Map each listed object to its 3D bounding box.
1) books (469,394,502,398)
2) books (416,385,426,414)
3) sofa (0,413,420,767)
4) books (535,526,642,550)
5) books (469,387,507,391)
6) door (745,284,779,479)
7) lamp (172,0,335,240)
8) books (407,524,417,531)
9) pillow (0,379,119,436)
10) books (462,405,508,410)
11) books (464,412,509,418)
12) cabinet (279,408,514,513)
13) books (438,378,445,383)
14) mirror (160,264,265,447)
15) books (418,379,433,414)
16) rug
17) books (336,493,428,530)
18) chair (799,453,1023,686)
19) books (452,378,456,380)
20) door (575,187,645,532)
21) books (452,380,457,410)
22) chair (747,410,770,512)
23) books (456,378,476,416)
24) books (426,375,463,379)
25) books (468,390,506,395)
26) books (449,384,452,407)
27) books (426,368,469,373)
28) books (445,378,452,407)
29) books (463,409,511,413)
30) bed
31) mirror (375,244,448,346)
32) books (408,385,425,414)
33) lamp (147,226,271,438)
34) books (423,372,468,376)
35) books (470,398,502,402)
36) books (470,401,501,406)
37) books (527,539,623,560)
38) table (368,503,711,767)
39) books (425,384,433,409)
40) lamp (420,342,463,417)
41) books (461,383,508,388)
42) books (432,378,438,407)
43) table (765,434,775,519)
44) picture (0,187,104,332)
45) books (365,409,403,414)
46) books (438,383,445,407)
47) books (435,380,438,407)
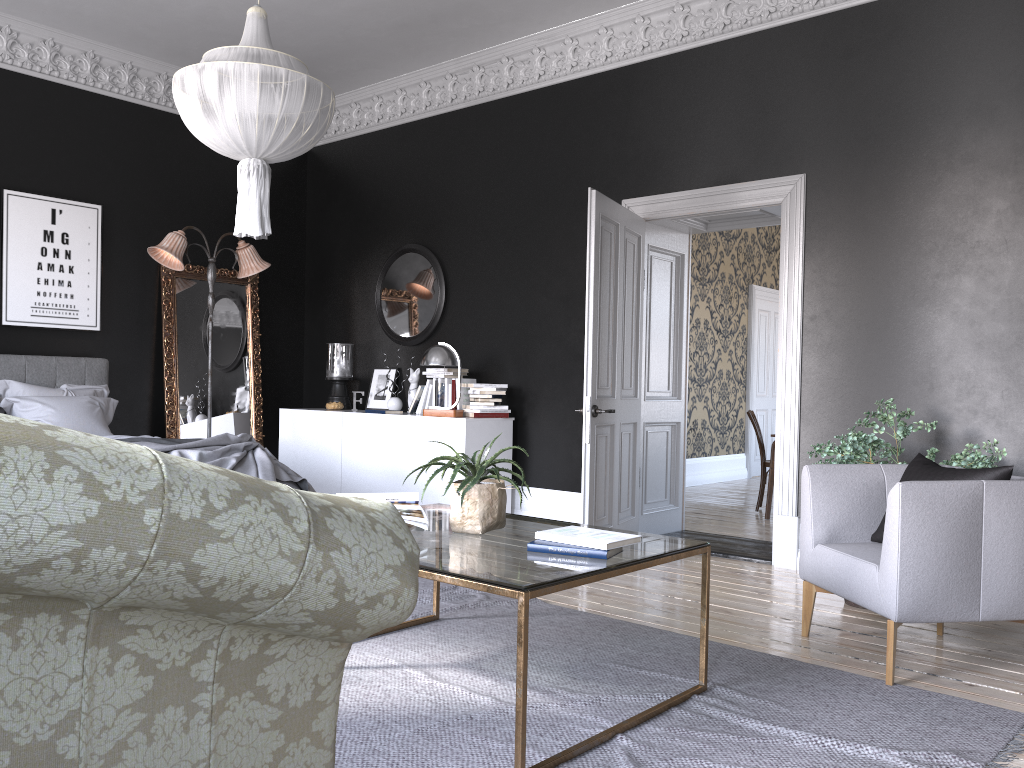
[{"bbox_3d":[-0.210,0.097,7.125,0.193,0.030,0.289,1,0,15],"label":"books"},{"bbox_3d":[-0.707,0.135,7.565,0.132,0.245,0.195,2,1,41],"label":"books"},{"bbox_3d":[-1.675,0.546,1.790,2.812,1.161,1.606,1,0,42],"label":"sofa"},{"bbox_3d":[0.269,0.540,3.123,0.307,0.024,0.220,1,0,41],"label":"books"},{"bbox_3d":[-0.191,0.041,7.143,0.220,0.024,0.307,1,0,16],"label":"books"},{"bbox_3d":[3.551,-0.016,12.100,0.136,2.543,1.395,2,1,41],"label":"door"},{"bbox_3d":[-1.282,-1.755,4.447,0.782,2.049,0.783,1,1,-6],"label":"lamp"},{"bbox_3d":[-0.525,0.535,3.356,0.318,0.011,0.252,1,0,7],"label":"books"},{"bbox_3d":[-3.729,0.237,6.516,0.680,0.760,1.830,2,0,40],"label":"pillow"},{"bbox_3d":[-0.218,0.186,7.123,0.318,0.031,0.229,1,0,-19],"label":"books"},{"bbox_3d":[-0.205,0.247,7.089,0.295,0.038,0.234,1,0,-22],"label":"books"},{"bbox_3d":[-1.084,0.690,7.716,2.395,0.882,0.570,1,0,41],"label":"cabinet"},{"bbox_3d":[-0.533,0.107,7.414,0.024,0.307,0.220,2,1,41],"label":"books"},{"bbox_3d":[-2.743,0.002,8.211,0.254,2.192,0.991,2,1,41],"label":"mirror"},{"bbox_3d":[-0.671,0.110,7.532,0.126,0.296,0.220,2,1,41],"label":"books"},{"bbox_3d":[-0.109,1.120,3.531,3.644,0.050,2.106,1,0,41],"label":"rug"},{"bbox_3d":[-0.497,0.479,3.345,0.322,0.109,0.273,1,0,-14],"label":"books"},{"bbox_3d":[1.780,0.750,3.835,0.770,0.863,0.818,1,0,-9],"label":"chair"},{"bbox_3d":[-0.412,0.110,7.346,0.030,0.307,0.221,2,1,41],"label":"books"},{"bbox_3d":[0.718,-0.027,5.998,0.216,2.375,1.098,2,1,28],"label":"door"},{"bbox_3d":[-0.402,0.116,7.304,0.038,0.295,0.235,2,1,41],"label":"books"},{"bbox_3d":[2.503,0.725,8.393,0.540,0.949,0.420,1,1,20],"label":"chair"},{"bbox_3d":[-0.371,0.110,7.274,0.050,0.308,0.220,2,1,41],"label":"books"},{"bbox_3d":[-0.565,-0.062,7.444,0.195,0.026,0.258,1,0,-39],"label":"books"},{"bbox_3d":[-0.202,0.067,7.126,0.220,0.030,0.306,1,0,-19],"label":"books"},{"bbox_3d":[-0.451,0.133,7.345,0.026,0.259,0.195,2,1,41],"label":"books"},{"bbox_3d":[-0.543,-0.114,7.459,0.220,0.030,0.306,1,0,-39],"label":"books"},{"bbox_3d":[-0.473,0.109,7.362,0.024,0.307,0.220,2,1,41],"label":"books"},{"bbox_3d":[-0.204,0.215,7.099,0.319,0.025,0.228,1,0,-39],"label":"books"},{"bbox_3d":[-2.927,0.437,5.751,3.282,1.298,2.765,1,0,29],"label":"bed"},{"bbox_3d":[-0.935,-0.806,8.036,0.924,0.924,0.061,2,1,41],"label":"mirror"},{"bbox_3d":[-0.758,0.132,7.569,0.158,0.246,0.203,2,1,41],"label":"books"},{"bbox_3d":[-2.580,-0.112,7.580,0.986,2.412,0.772,1,1,-17],"label":"lamp"},{"bbox_3d":[-0.561,-0.087,7.438,0.307,0.024,0.220,1,0,31],"label":"books"},{"bbox_3d":[-0.213,0.127,7.141,0.193,0.030,0.289,1,0,-18],"label":"books"},{"bbox_3d":[-0.214,0.157,7.132,0.203,0.029,0.268,1,0,11],"label":"books"},{"bbox_3d":[0.223,0.566,3.076,0.289,0.030,0.193,1,0,25],"label":"books"},{"bbox_3d":[-0.166,0.852,3.381,1.448,0.558,1.093,1,0,41],"label":"table"},{"bbox_3d":[-0.645,0.130,7.512,0.091,0.256,0.195,2,1,41],"label":"books"},{"bbox_3d":[-0.564,-0.037,7.049,0.340,0.591,0.328,1,1,21],"label":"lamp"},{"bbox_3d":[-0.222,0.014,7.117,0.306,0.030,0.220,1,0,-29],"label":"books"},{"bbox_3d":[-0.582,0.107,7.492,0.030,0.307,0.221,2,1,41],"label":"books"},{"bbox_3d":[3.158,0.846,8.287,0.850,0.755,1.795,1,0,41],"label":"table"},{"bbox_3d":[-3.708,-0.980,7.171,0.014,1.079,0.792,2,1,41],"label":"picture"},{"bbox_3d":[-1.077,0.234,7.483,0.193,0.030,0.289,1,0,-44],"label":"books"},{"bbox_3d":[-0.539,0.127,7.367,0.029,0.270,0.204,2,1,41],"label":"books"},{"bbox_3d":[-0.569,0.115,7.414,0.030,0.289,0.193,2,1,40],"label":"books"}]
